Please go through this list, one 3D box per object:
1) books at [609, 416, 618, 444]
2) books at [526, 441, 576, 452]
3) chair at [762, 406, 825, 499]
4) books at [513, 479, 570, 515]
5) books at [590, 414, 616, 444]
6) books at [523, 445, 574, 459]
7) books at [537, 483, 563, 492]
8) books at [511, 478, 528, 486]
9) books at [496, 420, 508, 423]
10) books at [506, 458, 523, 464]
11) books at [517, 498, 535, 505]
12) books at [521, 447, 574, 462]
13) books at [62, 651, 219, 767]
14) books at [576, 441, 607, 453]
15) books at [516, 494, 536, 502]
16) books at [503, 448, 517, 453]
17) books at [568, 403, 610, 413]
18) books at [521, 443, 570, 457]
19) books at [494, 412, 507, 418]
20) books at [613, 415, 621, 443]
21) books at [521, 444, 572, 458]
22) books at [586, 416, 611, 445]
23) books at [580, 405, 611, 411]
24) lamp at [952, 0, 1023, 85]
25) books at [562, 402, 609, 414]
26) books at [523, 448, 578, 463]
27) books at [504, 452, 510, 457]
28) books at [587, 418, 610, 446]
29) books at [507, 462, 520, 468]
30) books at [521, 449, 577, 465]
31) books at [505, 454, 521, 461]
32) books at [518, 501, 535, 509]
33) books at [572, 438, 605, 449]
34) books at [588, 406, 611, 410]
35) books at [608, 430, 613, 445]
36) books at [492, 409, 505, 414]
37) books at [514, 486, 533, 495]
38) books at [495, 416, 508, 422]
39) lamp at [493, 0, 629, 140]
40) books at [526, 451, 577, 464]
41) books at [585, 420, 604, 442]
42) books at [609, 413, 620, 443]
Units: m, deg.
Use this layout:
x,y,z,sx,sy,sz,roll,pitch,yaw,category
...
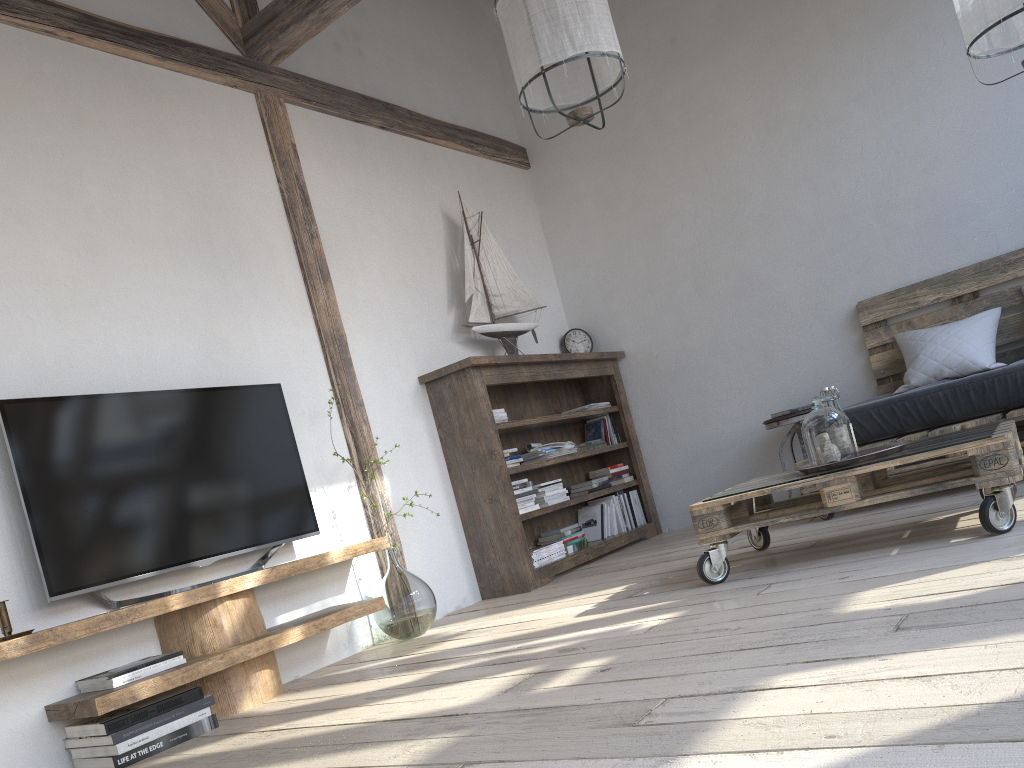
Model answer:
x,y,z,sx,sy,sz,roll,pitch,yaw,category
0.584,0.307,5.556,0.142,0.184,0.020,-17,-1,35,books
0.221,0.351,4.929,0.223,0.088,0.260,-16,-6,14,books
1.611,0.407,4.816,0.360,0.519,0.349,-16,-3,38,chair
0.072,0.604,4.694,0.210,0.151,0.543,-18,-7,34,books
0.572,0.300,5.540,0.137,0.201,0.020,-16,-1,34,books
0.193,0.384,4.902,0.208,0.009,0.255,-21,-9,41,books
0.153,0.582,4.833,0.160,0.017,0.217,-20,-9,39,books
-0.024,0.523,4.543,0.142,0.018,0.183,-19,-8,34,books
-0.140,0.222,4.558,0.159,0.017,0.217,-19,-8,29,books
-0.066,0.423,4.579,0.160,0.017,0.217,-19,-8,34,books
-0.004,0.629,4.558,0.160,0.017,0.217,-19,-8,34,books
0.184,0.394,4.896,0.254,0.009,0.209,-9,-9,-39,books
-1.175,1.018,2.759,0.295,0.263,0.356,-17,-5,34,books
0.450,0.393,5.326,0.164,0.030,0.216,-20,-8,37,books
-0.002,0.608,4.540,0.160,0.017,0.217,-20,-9,39,books
-0.078,0.367,4.583,0.142,0.018,0.183,-19,-8,34,books
0.447,0.158,5.403,0.208,0.009,0.255,-21,-9,41,books
0.167,0.373,4.901,0.255,0.009,0.209,-8,-9,-44,books
-0.150,0.185,4.555,0.160,0.021,0.216,-19,-8,34,books
0.612,0.304,5.596,0.142,0.184,0.020,-17,-1,35,books
0.176,0.379,4.902,0.208,0.009,0.255,-21,-9,41,books
0.541,0.307,5.497,0.141,0.190,0.050,-16,-1,34,books
0.475,0.162,5.426,0.207,0.009,0.256,-18,-8,26,books
1.638,-1.835,3.048,0.404,1.513,0.403,-15,0,-14,lamp
0.455,0.147,5.410,0.208,0.009,0.255,-19,-8,31,books
0.215,0.397,4.915,0.208,0.009,0.255,-20,-8,36,books
-0.075,0.385,4.577,0.132,0.021,0.200,-15,-7,0,books
0.533,0.316,5.474,0.142,0.175,0.058,-17,-1,33,books
-0.058,0.441,4.583,0.141,0.020,0.183,-19,-8,29,books
0.208,0.407,4.904,0.208,0.009,0.255,-20,-9,39,books
-0.075,0.405,4.573,0.206,0.020,0.149,-9,-9,-40,books
-0.005,0.649,4.556,0.160,0.021,0.216,-19,-8,34,books
0.443,0.367,5.317,0.152,0.021,0.202,-20,-9,38,books
0.469,0.171,5.414,0.208,0.009,0.256,-19,-8,29,books
0.560,0.317,5.525,0.119,0.172,0.017,-16,-1,34,books
-0.162,0.165,4.559,0.160,0.021,0.216,-19,-8,34,books
-0.012,0.570,4.551,0.160,0.021,0.217,-19,-8,29,books
-0.129,0.200,4.546,0.142,0.018,0.183,-19,-8,34,books
0.119,-1.479,3.227,0.397,1.080,0.411,-15,-1,-14,lamp
0.206,0.415,4.897,0.208,0.009,0.255,-21,-9,42,books
0.512,0.320,5.449,0.133,0.172,0.081,-17,-2,35,books
0.601,0.297,5.568,0.138,0.200,0.020,-16,-1,34,books
